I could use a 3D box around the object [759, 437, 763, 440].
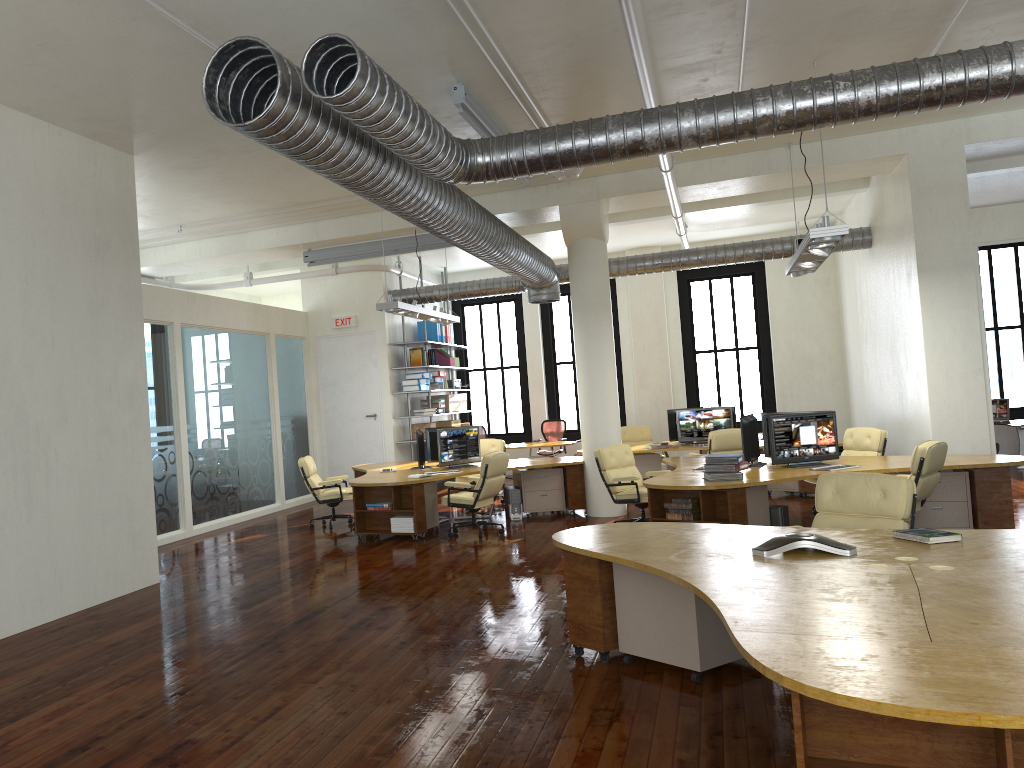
[{"bbox_3d":[3.957,0.857,14.043,0.228,0.016,0.478,-4,-1,-6],"label":"object"}]

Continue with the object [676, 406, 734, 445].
[{"bbox_3d":[2.983,0.648,13.703,0.853,0.552,0.275,-4,-1,16],"label":"object"}]

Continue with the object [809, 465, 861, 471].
[{"bbox_3d":[3.214,0.833,8.824,0.436,0.016,0.249,-3,-1,-31],"label":"object"}]

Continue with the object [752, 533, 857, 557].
[{"bbox_3d":[1.559,0.847,4.790,0.545,0.093,0.411,-4,-1,14],"label":"object"}]

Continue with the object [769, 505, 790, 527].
[{"bbox_3d":[2.516,1.424,8.888,0.163,0.411,0.527,-3,-2,-43],"label":"object"}]

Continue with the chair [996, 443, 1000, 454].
[{"bbox_3d":[7.342,0.919,14.397,0.714,0.937,0.866,-3,-2,-43],"label":"chair"}]

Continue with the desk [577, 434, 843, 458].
[{"bbox_3d":[3.322,1.279,14.237,4.199,0.734,3.231,-4,-1,24],"label":"desk"}]

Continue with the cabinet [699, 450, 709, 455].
[{"bbox_3d":[3.656,1.288,15.145,0.955,0.709,0.822,-4,-1,23],"label":"cabinet"}]

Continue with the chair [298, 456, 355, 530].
[{"bbox_3d":[-2.583,1.510,12.541,0.796,1.021,0.704,-4,-1,3],"label":"chair"}]

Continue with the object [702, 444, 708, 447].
[{"bbox_3d":[3.089,0.902,13.120,0.518,0.016,0.209,-4,-1,29],"label":"object"}]

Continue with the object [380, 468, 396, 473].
[{"bbox_3d":[-1.747,1.216,12.507,0.228,0.016,0.478,-4,-1,-6],"label":"object"}]

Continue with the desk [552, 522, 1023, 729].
[{"bbox_3d":[2.318,1.203,4.245,3.469,0.734,3.935,-4,-1,-6],"label":"desk"}]

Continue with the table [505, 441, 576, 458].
[{"bbox_3d":[0.463,1.506,16.721,1.630,0.745,1.336,-5,-1,44],"label":"table"}]

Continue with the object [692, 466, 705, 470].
[{"bbox_3d":[2.172,0.916,9.772,0.251,0.016,0.432,-4,-1,31],"label":"object"}]

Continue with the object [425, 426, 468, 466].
[{"bbox_3d":[-0.874,0.893,12.817,0.880,0.552,0.266,-4,-1,30],"label":"object"}]

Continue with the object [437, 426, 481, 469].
[{"bbox_3d":[-0.718,0.874,12.228,0.730,0.552,0.320,-3,-2,-42],"label":"object"}]

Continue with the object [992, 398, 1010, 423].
[{"bbox_3d":[8.061,0.460,15.057,0.400,0.387,0.588,-3,-1,-43],"label":"object"}]

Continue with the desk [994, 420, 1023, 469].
[{"bbox_3d":[7.871,1.007,14.736,1.717,0.695,1.505,-4,-1,18],"label":"desk"}]

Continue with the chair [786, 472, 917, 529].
[{"bbox_3d":[2.089,1.100,5.660,0.714,1.021,0.779,-3,-2,-33],"label":"chair"}]

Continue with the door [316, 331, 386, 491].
[{"bbox_3d":[-2.952,0.583,16.329,1.324,3.031,0.089,-5,-2,21],"label":"door"}]

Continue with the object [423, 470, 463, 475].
[{"bbox_3d":[-0.886,1.144,11.458,0.455,0.016,0.239,-4,-1,-14],"label":"object"}]

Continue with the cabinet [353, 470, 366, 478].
[{"bbox_3d":[-1.838,1.635,13.754,0.807,0.709,0.970,-3,-1,-35],"label":"cabinet"}]

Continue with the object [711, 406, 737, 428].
[{"bbox_3d":[3.369,0.628,14.072,0.284,0.552,0.826,-4,-1,-12],"label":"object"}]

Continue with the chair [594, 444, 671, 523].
[{"bbox_3d":[1.458,1.208,10.265,0.648,1.021,0.857,-3,-2,-43],"label":"chair"}]

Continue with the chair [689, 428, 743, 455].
[{"bbox_3d":[2.978,1.140,12.627,0.693,1.021,0.808,-4,-1,-13],"label":"chair"}]

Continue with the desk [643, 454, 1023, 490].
[{"bbox_3d":[2.856,1.248,9.937,3.776,0.734,3.612,-4,-1,-11],"label":"desk"}]

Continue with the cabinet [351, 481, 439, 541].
[{"bbox_3d":[-1.424,1.572,11.275,0.959,0.709,0.817,-4,-1,25],"label":"cabinet"}]

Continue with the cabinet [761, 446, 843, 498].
[{"bbox_3d":[4.182,1.217,12.664,0.804,0.709,0.973,-3,-1,-38],"label":"cabinet"}]

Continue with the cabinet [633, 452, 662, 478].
[{"bbox_3d":[1.781,1.395,13.874,0.876,0.709,0.900,-4,-1,-7],"label":"cabinet"}]

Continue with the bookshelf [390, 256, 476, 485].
[{"bbox_3d":[-1.471,-0.121,17.595,0.696,4.604,3.388,-4,-1,13],"label":"bookshelf"}]

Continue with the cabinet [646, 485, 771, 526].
[{"bbox_3d":[1.985,1.308,8.713,0.804,0.709,0.973,-3,-1,-43],"label":"cabinet"}]

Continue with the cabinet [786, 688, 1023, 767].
[{"bbox_3d":[1.464,1.261,2.999,0.956,0.709,0.820,-4,-1,23],"label":"cabinet"}]

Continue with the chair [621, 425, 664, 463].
[{"bbox_3d":[2.210,1.229,15.267,0.705,1.021,0.794,-4,-1,-8],"label":"chair"}]

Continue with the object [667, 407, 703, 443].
[{"bbox_3d":[2.812,0.669,14.317,0.741,0.552,0.316,-3,-2,-30],"label":"object"}]

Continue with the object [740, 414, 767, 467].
[{"bbox_3d":[2.598,0.618,9.743,0.316,0.552,0.740,-5,-1,25],"label":"object"}]

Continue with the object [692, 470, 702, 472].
[{"bbox_3d":[1.974,0.925,9.423,0.114,0.015,0.131,-4,-1,5],"label":"object"}]

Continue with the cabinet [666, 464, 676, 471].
[{"bbox_3d":[2.552,1.302,10.975,0.857,0.709,0.919,-4,-1,-13],"label":"cabinet"}]

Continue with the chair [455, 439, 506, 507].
[{"bbox_3d":[-0.497,1.391,13.937,0.780,1.021,0.714,-5,-1,27],"label":"chair"}]

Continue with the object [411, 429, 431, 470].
[{"bbox_3d":[-1.311,0.919,12.540,0.294,0.552,0.798,-4,-1,-2],"label":"object"}]

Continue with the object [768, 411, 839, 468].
[{"bbox_3d":[3.048,0.580,9.235,0.773,0.552,0.303,-4,-1,-14],"label":"object"}]

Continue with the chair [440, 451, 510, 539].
[{"bbox_3d":[-0.452,1.344,10.890,0.849,1.021,0.655,-5,-1,28],"label":"chair"}]

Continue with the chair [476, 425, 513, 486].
[{"bbox_3d":[-0.323,1.359,17.151,0.818,1.158,0.671,-5,-1,22],"label":"chair"}]

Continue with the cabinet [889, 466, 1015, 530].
[{"bbox_3d":[4.399,1.150,8.963,0.949,0.709,0.828,-4,-1,18],"label":"cabinet"}]

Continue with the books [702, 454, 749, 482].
[{"bbox_3d":[2.021,0.804,8.549,0.452,0.227,0.419,-4,-1,29],"label":"books"}]

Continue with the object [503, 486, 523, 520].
[{"bbox_3d":[0.016,1.639,12.252,0.179,0.411,0.482,-4,-1,-7],"label":"object"}]

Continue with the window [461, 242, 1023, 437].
[{"bbox_3d":[4.036,0.143,1.458,73.739,14.085,46.170,-4,-1,3],"label":"window"}]

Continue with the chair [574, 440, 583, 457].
[{"bbox_3d":[-2.035,1.453,15.726,7.662,1.158,0.973,-4,-1,-9],"label":"chair"}]

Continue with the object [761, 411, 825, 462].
[{"bbox_3d":[3.152,0.581,9.785,0.264,0.552,0.885,-3,-1,-39],"label":"object"}]

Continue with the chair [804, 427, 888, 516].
[{"bbox_3d":[3.980,1.044,10.608,0.756,1.021,0.741,-4,-1,-12],"label":"chair"}]

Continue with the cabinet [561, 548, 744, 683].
[{"bbox_3d":[0.967,1.329,5.480,0.805,0.709,0.972,-3,-1,-37],"label":"cabinet"}]

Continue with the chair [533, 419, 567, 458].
[{"bbox_3d":[0.809,1.289,17.538,0.787,1.158,0.696,-5,-2,27],"label":"chair"}]

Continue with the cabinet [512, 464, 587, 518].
[{"bbox_3d":[0.526,1.458,12.448,0.884,0.709,0.892,-4,-1,-5],"label":"cabinet"}]

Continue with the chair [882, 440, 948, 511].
[{"bbox_3d":[3.571,1.038,8.243,0.858,1.021,0.646,-5,-2,42],"label":"chair"}]

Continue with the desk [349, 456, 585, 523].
[{"bbox_3d":[-1.167,1.558,12.836,3.551,0.734,3.815,-3,-1,-34],"label":"desk"}]
